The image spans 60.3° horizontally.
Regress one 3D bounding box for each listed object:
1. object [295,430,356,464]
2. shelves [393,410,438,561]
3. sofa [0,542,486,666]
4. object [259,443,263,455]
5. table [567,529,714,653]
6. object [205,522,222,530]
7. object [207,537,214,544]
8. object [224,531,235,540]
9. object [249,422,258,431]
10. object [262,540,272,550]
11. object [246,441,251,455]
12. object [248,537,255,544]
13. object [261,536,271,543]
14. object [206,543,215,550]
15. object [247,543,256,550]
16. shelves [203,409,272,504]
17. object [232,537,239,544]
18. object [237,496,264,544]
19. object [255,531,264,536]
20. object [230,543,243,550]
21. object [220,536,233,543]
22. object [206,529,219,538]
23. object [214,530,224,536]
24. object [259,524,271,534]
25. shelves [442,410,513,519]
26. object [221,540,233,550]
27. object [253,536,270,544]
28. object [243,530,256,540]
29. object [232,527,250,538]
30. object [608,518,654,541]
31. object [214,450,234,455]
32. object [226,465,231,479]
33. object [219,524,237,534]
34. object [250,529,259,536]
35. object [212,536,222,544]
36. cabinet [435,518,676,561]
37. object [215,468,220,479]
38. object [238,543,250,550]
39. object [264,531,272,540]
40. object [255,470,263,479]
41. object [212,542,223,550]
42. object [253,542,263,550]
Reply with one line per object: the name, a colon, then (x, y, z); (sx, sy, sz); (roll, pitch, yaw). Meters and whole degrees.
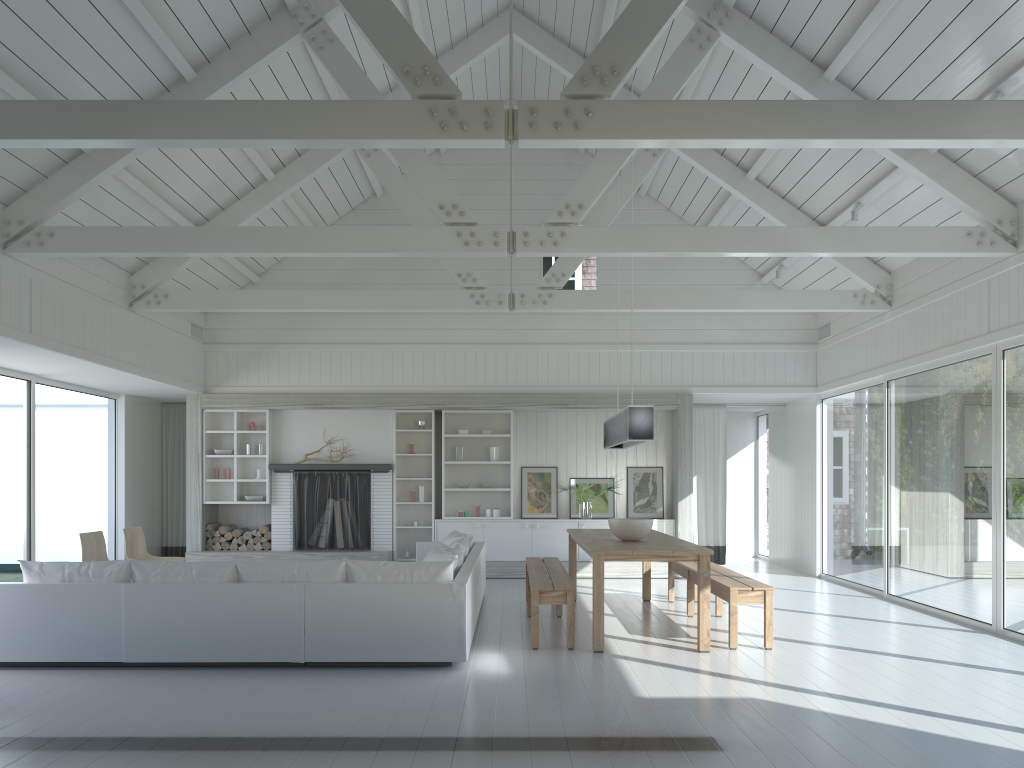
object: (-2.399, 0.815, 11.575); (0.783, 0.502, 0.458); (3, -4, -30)
shelves: (-1.298, 1.376, 11.951); (0.541, 1.999, 0.605); (0, -1, 0)
sofa: (-2.039, 1.777, 7.981); (3.476, 0.737, 4.150); (0, -6, 0)
object: (-3.335, 0.850, 11.715); (0.054, 0.196, 0.054); (0, 0, 1)
table: (1.039, 1.774, 7.985); (0.906, 0.761, 2.960); (0, -6, 0)
object: (-4.021, 1.920, 11.897); (0.080, 0.080, 0.480); (0, -6, -2)
object: (-4.006, 2.099, 11.897); (0.080, 0.080, 0.480); (0, -6, -2)
object: (-3.765, 2.041, 11.910); (0.109, 0.109, 0.496); (0, -6, -2)
object: (-3.438, 0.564, 11.705); (0.231, 0.127, 0.059); (-5, -4, 45)
object: (-3.258, 2.171, 11.911); (0.110, 0.111, 0.496); (0, -6, -2)
object: (-3.500, 0.850, 11.715); (0.054, 0.196, 0.054); (0, 0, 1)
object: (-3.463, 2.099, 11.897); (0.080, 0.080, 0.480); (0, -6, -2)
object: (-3.284, 2.086, 11.904); (0.080, 0.079, 0.480); (0, -6, -2)
object: (-4.007, 2.192, 11.918); (0.108, 0.106, 0.516); (0, -6, -2)
object: (-3.463, 2.192, 11.918); (0.108, 0.106, 0.516); (0, -6, -2)
shelves: (-3.619, 0.981, 11.823); (0.865, 1.239, 0.549); (0, -1, 0)
object: (-3.676, 2.099, 11.897); (0.080, 0.080, 0.480); (0, -6, -2)
object: (-3.518, 1.825, 11.875); (0.341, 0.643, 0.614); (0, -3, -15)
object: (-3.365, 2.003, 11.897); (0.080, 0.080, 0.480); (0, -6, -2)
object: (-3.688, 2.172, 11.918); (0.105, 0.115, 0.519); (0, -6, -1)
object: (-3.827, 2.086, 11.904); (0.080, 0.079, 0.480); (0, -6, -2)
object: (-4.004, 2.011, 11.910); (0.109, 0.109, 0.496); (0, -6, -2)
object: (-3.908, 2.003, 11.897); (0.080, 0.080, 0.480); (0, -6, -2)
object: (-3.300, 1.956, 11.911); (0.110, 0.111, 0.496); (0, -6, -2)
shelves: (-0.455, 1.099, 11.951); (0.939, 1.443, 0.606); (0, -1, 0)
object: (-3.801, 2.171, 11.911); (0.110, 0.111, 0.496); (0, -6, -2)
object: (-3.377, 2.096, 11.910); (0.109, 0.109, 0.496); (0, -6, -2)
object: (-3.508, 2.032, 11.910); (0.109, 0.109, 0.496); (0, -6, -2)
object: (-3.662, 2.006, 11.910); (0.109, 0.109, 0.496); (0, -6, -2)
object: (1.019, 1.252, 7.561); (0.389, 0.185, 0.391); (1, -5, -9)
object: (-3.836, 0.913, 11.730); (0.242, 0.072, 0.243); (2, -6, -15)
object: (-3.766, 1.169, 11.715); (0.054, 0.196, 0.054); (0, 0, 1)
object: (-3.835, 1.962, 11.911); (0.110, 0.111, 0.496); (0, -6, -2)
object: (-3.428, 1.992, 11.897); (0.086, 0.091, 0.481); (0, -6, -1)
object: (-3.920, 2.096, 11.910); (0.109, 0.109, 0.496); (0, -6, -2)
cabinet: (0.571, 2.097, 11.927); (3.181, 0.551, 0.655); (0, -4, 0)
object: (-3.918, 1.169, 11.715); (0.054, 0.196, 0.054); (0, 0, 1)
object: (-3.560, 2.206, 11.926); (0.134, 0.146, 0.550); (0, -6, 0)
object: (-3.236, 2.036, 11.910); (0.109, 0.109, 0.496); (0, -6, -2)
object: (-3.362, 1.202, 11.712); (0.137, 0.130, 0.137); (1, -3, -13)
object: (-3.905, 2.188, 11.926); (0.134, 0.146, 0.550); (0, -6, 0)
object: (-3.361, 2.188, 11.926); (0.134, 0.146, 0.550); (0, -6, 0)
